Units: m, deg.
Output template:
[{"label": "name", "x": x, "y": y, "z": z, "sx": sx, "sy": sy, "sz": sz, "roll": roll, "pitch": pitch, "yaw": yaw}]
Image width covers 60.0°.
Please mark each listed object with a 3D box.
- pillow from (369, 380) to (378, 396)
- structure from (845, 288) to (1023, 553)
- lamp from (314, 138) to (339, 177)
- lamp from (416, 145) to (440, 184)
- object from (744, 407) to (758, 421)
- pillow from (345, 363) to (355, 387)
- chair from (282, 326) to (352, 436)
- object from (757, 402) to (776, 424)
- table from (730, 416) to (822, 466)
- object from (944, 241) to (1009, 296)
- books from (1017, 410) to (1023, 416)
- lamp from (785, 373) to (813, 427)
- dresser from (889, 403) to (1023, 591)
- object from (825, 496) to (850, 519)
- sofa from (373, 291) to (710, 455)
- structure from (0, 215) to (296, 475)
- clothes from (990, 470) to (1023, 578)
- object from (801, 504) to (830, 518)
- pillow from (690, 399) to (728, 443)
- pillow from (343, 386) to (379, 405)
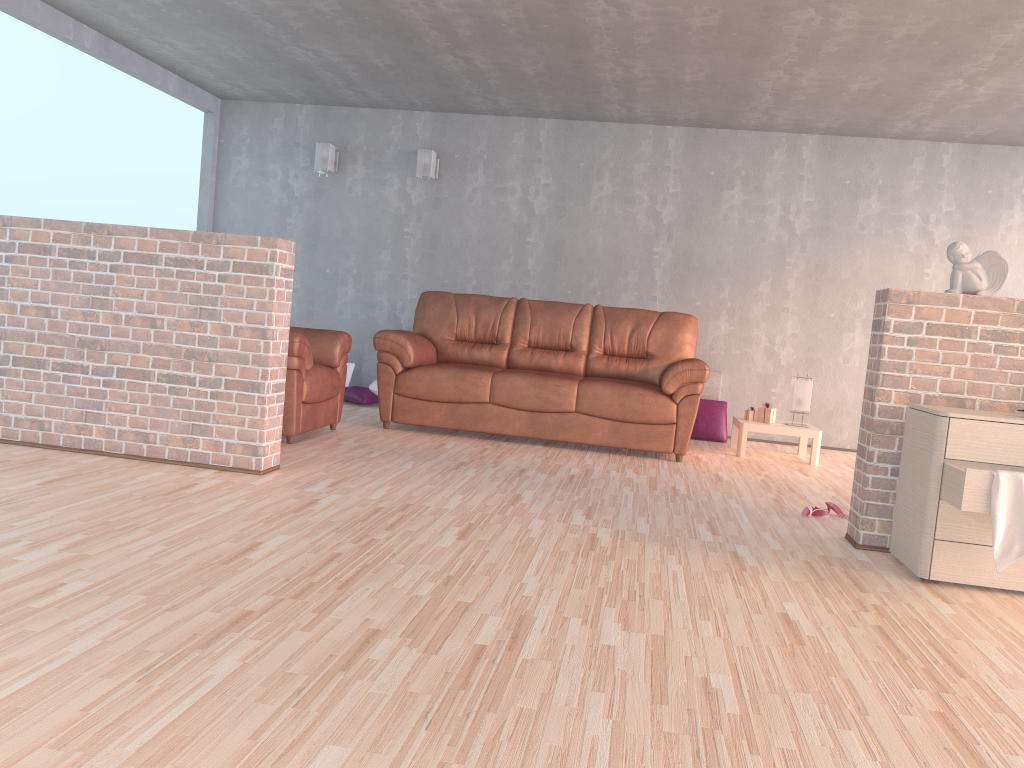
[{"label": "pillow", "x": -0.996, "y": 0.074, "z": 7.253, "sx": 0.357, "sy": 0.205, "sz": 0.388, "roll": 5, "pitch": 4, "yaw": -5}, {"label": "structure", "x": 2.157, "y": 0.209, "z": 3.555, "sx": 1.422, "sy": 1.057, "sz": 0.211, "roll": 6, "pitch": 4, "yaw": 8}, {"label": "lamp", "x": -1.578, "y": -1.913, "z": 7.512, "sx": 0.165, "sy": 0.319, "sz": 0.168, "roll": 6, "pitch": 4, "yaw": 8}, {"label": "lamp", "x": -0.708, "y": -1.823, "z": 7.388, "sx": 0.165, "sy": 0.319, "sz": 0.177, "roll": 6, "pitch": 4, "yaw": 8}, {"label": "object", "x": 1.745, "y": 0.214, "z": 6.355, "sx": 0.152, "sy": 0.105, "sz": 0.080, "roll": 4, "pitch": 4, "yaw": -23}, {"label": "pillow", "x": -1.516, "y": -0.031, "z": 7.456, "sx": 0.327, "sy": 0.326, "sz": 0.241, "roll": 6, "pitch": 4, "yaw": 12}, {"label": "chair", "x": -1.536, "y": -0.210, "z": 5.279, "sx": 0.936, "sy": 0.879, "sz": 0.970, "roll": 6, "pitch": 4, "yaw": 7}, {"label": "object", "x": 1.803, "y": 0.202, "z": 6.272, "sx": 0.099, "sy": 0.147, "sz": 0.102, "roll": 8, "pitch": 5, "yaw": 37}, {"label": "table", "x": 1.874, "y": 0.398, "z": 6.345, "sx": 0.548, "sy": 0.241, "sz": 0.548, "roll": 6, "pitch": 4, "yaw": 8}, {"label": "object", "x": 1.853, "y": -0.459, "z": 3.559, "sx": 0.216, "sy": 0.218, "sz": 0.131, "roll": 6, "pitch": 4, "yaw": 8}, {"label": "books", "x": 1.964, "y": 0.113, "z": 3.195, "sx": 0.209, "sy": 0.040, "sz": 0.146, "roll": 5, "pitch": 4, "yaw": -2}, {"label": "lamp", "x": 2.034, "y": 0.112, "z": 6.265, "sx": 0.140, "sy": 0.376, "sz": 0.140, "roll": 6, "pitch": 4, "yaw": 8}, {"label": "dresser", "x": 2.307, "y": 0.481, "z": 3.078, "sx": 1.686, "sy": 0.612, "sz": 0.605, "roll": 6, "pitch": 4, "yaw": 8}, {"label": "object", "x": 1.590, "y": 0.598, "z": 4.264, "sx": 0.069, "sy": 0.085, "sz": 0.188, "roll": 2, "pitch": 5, "yaw": -42}, {"label": "sofa", "x": 0.219, "y": -0.131, "z": 6.138, "sx": 2.202, "sy": 0.923, "sz": 0.981, "roll": 6, "pitch": 4, "yaw": 8}, {"label": "structure", "x": -1.754, "y": -0.195, "z": 4.130, "sx": 1.422, "sy": 1.057, "sz": 0.211, "roll": 6, "pitch": 4, "yaw": 8}, {"label": "clothes", "x": 1.691, "y": 0.474, "z": 2.879, "sx": 0.325, "sy": 0.369, "sz": 0.097, "roll": 6, "pitch": 4, "yaw": 9}, {"label": "object", "x": 1.429, "y": 0.599, "z": 4.177, "sx": 0.078, "sy": 0.066, "sz": 0.192, "roll": 9, "pitch": 6, "yaw": 44}, {"label": "pillow", "x": 1.530, "y": 0.286, "z": 6.981, "sx": 0.327, "sy": 0.326, "sz": 0.241, "roll": 5, "pitch": 4, "yaw": 2}, {"label": "pillow", "x": -1.253, "y": 0.089, "z": 7.268, "sx": 0.392, "sy": 0.130, "sz": 0.365, "roll": 8, "pitch": 5, "yaw": 29}]
